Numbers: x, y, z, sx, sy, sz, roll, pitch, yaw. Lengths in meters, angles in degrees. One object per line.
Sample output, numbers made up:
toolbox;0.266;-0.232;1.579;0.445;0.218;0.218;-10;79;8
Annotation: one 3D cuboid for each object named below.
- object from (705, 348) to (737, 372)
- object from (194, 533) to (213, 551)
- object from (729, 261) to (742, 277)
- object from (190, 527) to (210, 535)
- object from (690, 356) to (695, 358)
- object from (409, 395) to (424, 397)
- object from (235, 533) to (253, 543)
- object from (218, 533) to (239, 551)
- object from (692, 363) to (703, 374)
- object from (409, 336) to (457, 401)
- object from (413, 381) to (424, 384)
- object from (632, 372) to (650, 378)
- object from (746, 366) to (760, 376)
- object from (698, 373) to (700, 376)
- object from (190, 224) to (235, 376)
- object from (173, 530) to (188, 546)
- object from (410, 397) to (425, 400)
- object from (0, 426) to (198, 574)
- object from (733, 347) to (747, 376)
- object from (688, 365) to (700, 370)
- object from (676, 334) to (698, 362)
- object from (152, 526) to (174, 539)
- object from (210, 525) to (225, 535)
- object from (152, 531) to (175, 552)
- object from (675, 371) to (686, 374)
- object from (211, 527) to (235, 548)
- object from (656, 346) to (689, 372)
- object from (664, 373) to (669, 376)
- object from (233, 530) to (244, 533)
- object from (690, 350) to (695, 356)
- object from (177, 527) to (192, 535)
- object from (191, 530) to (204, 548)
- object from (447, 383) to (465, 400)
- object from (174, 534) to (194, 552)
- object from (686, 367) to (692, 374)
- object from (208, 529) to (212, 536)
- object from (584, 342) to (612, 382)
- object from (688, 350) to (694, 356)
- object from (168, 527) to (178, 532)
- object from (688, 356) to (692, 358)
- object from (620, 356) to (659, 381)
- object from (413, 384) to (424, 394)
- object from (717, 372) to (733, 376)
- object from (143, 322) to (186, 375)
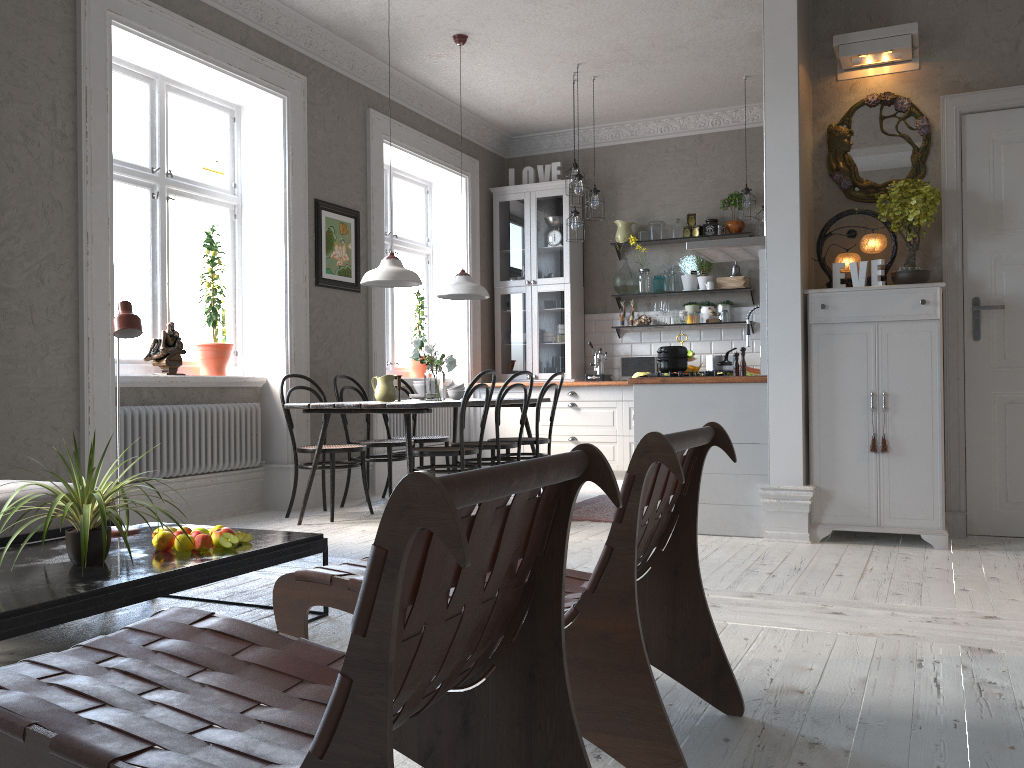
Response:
object;1.266;-0.138;5.191;0.178;0.134;0.298;0;0;-30
object;-0.989;0.508;2.840;0.057;0.058;0.056;0;0;-41
object;2.016;-1.103;7.981;0.130;0.287;0.131;-1;0;10
object;-1.043;0.509;2.962;0.062;0.058;0.060;-1;0;-20
object;1.618;-0.232;7.951;0.051;0.050;0.050;-1;0;34
object;-0.601;0.091;6.202;0.239;0.027;0.236;-1;0;-7
object;-0.909;0.518;2.985;0.068;0.037;0.046;0;0;-39
object;-0.919;0.509;2.861;0.057;0.053;0.061;-1;0;31
object;1.654;-0.135;7.942;0.128;0.120;0.060;0;0;-42
object;-0.498;-0.098;5.650;0.307;0.414;0.255;-1;0;23
object;-0.602;0.026;6.202;0.177;0.094;0.181;-1;0;16
object;1.176;-0.067;7.953;0.194;0.083;0.192;-1;0;25
object;2.051;-0.099;7.501;0.223;0.127;0.149;-1;0;7
object;1.640;-0.077;8.003;0.055;0.044;0.213;-1;0;-26
object;-1.927;-0.546;5.699;0.275;0.991;0.265;-1;0;-26
object;-1.094;0.510;2.914;0.057;0.056;0.061;-1;0;12
object;-0.601;0.100;6.202;0.232;0.027;0.242;-1;0;43
object;-1.242;0.337;2.664;0.716;0.420;0.677;-1;0;43
object;1.248;-0.126;4.852;0.072;0.167;0.036;-1;0;24
object;1.632;-0.141;7.960;0.125;0.056;0.060;-1;0;17
object;1.534;-0.239;7.978;0.349;0.425;0.354;-1;0;10
object;-1.157;0.506;2.931;0.066;0.066;0.072;-1;0;30
object;-0.984;0.506;2.986;0.059;0.062;0.064;-1;0;6
object;-1.121;0.505;2.848;0.069;0.066;0.071;-1;0;40
object;1.491;-0.101;7.859;0.113;0.110;0.111;-1;0;-8
object;-0.951;0.505;2.918;0.077;0.064;0.073;0;0;-34
object;0.923;-0.143;5.090;0.189;0.147;0.193;-1;0;5
object;1.443;-0.076;8.040;0.155;0.072;0.075;0;0;-36
object;-0.945;0.519;3.046;0.047;0.036;0.062;-1;0;36
object;1.590;-0.286;8.000;0.090;0.096;0.177;0;0;-45
object;-1.102;0.510;2.979;0.057;0.058;0.059;-1;0;8
object;-1.028;0.508;2.902;0.056;0.058;0.059;-1;0;16
object;-0.388;0.051;6.154;0.122;0.119;0.130;-1;0;41
object;-1.051;0.506;2.842;0.063;0.063;0.060;0;0;-34
object;1.560;-0.113;7.912;0.089;0.078;0.087;0;0;-39
object;-1.046;0.519;3.032;0.063;0.039;0.067;-1;0;31
object;0.789;-0.204;8.255;0.202;0.370;0.359;-1;0;25
object;1.534;-0.296;7.949;0.207;0.101;0.068;-1;0;31
object;-1.168;0.512;3.006;0.069;0.055;0.059;-1;0;-8
object;1.568;-0.229;7.940;0.075;0.062;0.100;-1;0;-2
object;1.177;-0.137;8.178;0.346;0.226;0.089;-1;0;24
object;-0.602;0.046;6.202;0.177;0.094;0.181;-1;0;16
object;1.841;-0.119;7.651;0.222;0.174;0.231;0;0;-43
object;-2.094;-0.215;5.338;0.118;0.329;0.241;-1;0;27
